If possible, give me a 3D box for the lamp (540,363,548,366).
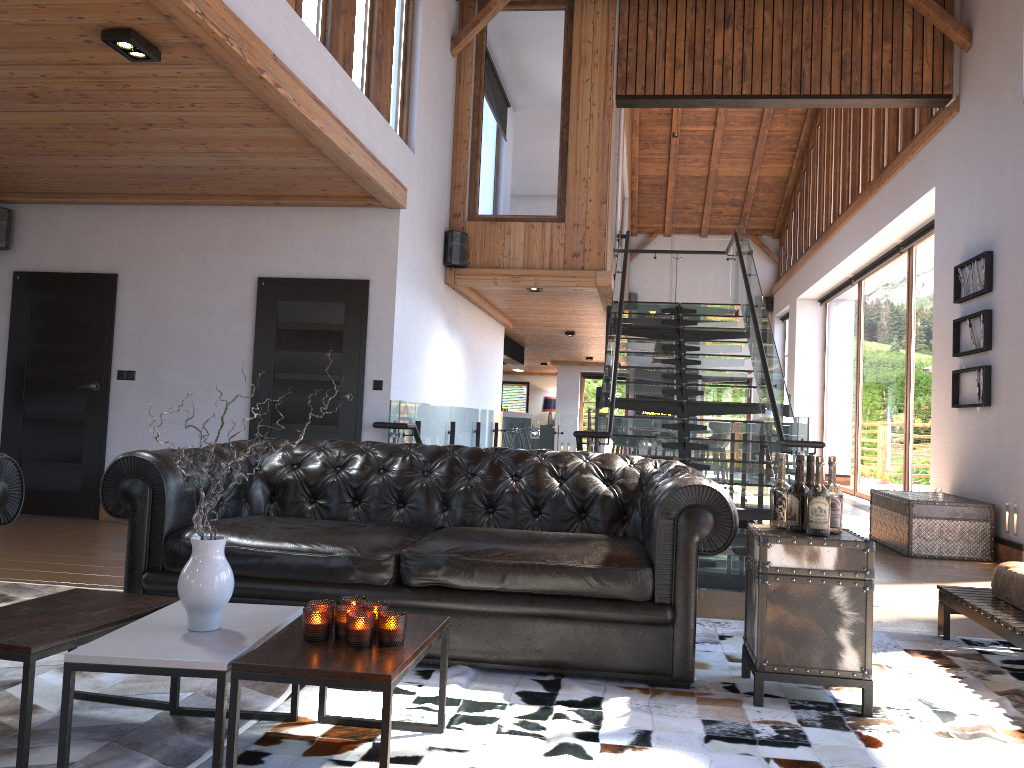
[{"bbox_3d":[0.787,-0.489,21.642,0.155,0.068,0.262,2,-2,8],"label":"lamp"}]

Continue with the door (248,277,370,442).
[{"bbox_3d":[-1.662,0.167,7.186,0.938,2.057,0.144,2,-3,7],"label":"door"}]

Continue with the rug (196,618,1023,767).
[{"bbox_3d":[1.210,1.133,3.267,3.796,0.053,2.438,2,-2,8],"label":"rug"}]

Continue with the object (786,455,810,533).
[{"bbox_3d":[1.070,0.407,3.305,0.088,0.286,0.087,3,-3,-14],"label":"object"}]

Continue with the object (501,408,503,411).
[{"bbox_3d":[-0.221,0.514,17.377,0.080,0.081,0.078,5,-3,-37],"label":"object"}]

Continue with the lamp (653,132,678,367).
[{"bbox_3d":[3.092,-2.582,17.239,0.628,4.688,0.614,5,-4,-37],"label":"lamp"}]

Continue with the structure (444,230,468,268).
[{"bbox_3d":[-0.562,-1.341,8.836,0.213,0.350,0.214,2,-3,8],"label":"structure"}]

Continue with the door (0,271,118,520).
[{"bbox_3d":[-3.819,0.084,7.452,0.938,2.057,0.144,2,-3,7],"label":"door"}]

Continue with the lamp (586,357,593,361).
[{"bbox_3d":[1.677,-0.549,19.180,0.155,0.068,0.262,2,-2,8],"label":"lamp"}]

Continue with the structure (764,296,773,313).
[{"bbox_3d":[5.862,-1.823,20.292,0.213,0.350,0.214,2,-3,8],"label":"structure"}]

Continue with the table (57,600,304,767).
[{"bbox_3d":[-0.880,0.855,2.468,0.400,0.350,0.650,2,-2,3],"label":"table"}]

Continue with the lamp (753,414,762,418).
[{"bbox_3d":[5.502,0.768,19.407,0.467,0.726,0.473,2,-3,17],"label":"lamp"}]

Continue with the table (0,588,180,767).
[{"bbox_3d":[-1.326,0.839,2.559,0.398,0.350,0.653,2,-3,13],"label":"table"}]

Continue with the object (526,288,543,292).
[{"bbox_3d":[0.235,-1.010,9.238,0.155,0.068,0.262,2,-2,8],"label":"object"}]

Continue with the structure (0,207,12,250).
[{"bbox_3d":[-4.373,-1.317,7.492,0.213,0.350,0.214,2,-3,8],"label":"structure"}]

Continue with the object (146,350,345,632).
[{"bbox_3d":[-0.812,0.279,2.520,0.403,0.808,0.624,2,-3,19],"label":"object"}]

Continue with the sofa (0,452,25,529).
[{"bbox_3d":[-2.564,0.530,2.106,1.236,0.839,2.571,2,-2,8],"label":"sofa"}]

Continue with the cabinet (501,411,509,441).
[{"bbox_3d":[-0.379,1.040,15.849,0.886,1.104,4.812,2,-2,8],"label":"cabinet"}]

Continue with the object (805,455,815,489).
[{"bbox_3d":[1.135,0.413,3.380,0.089,0.286,0.086,5,-4,-42],"label":"object"}]

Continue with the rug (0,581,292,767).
[{"bbox_3d":[-2.042,0.964,2.556,2.424,0.053,4.055,2,-2,9],"label":"rug"}]

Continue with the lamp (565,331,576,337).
[{"bbox_3d":[0.917,-0.792,13.938,0.155,0.068,0.262,2,-2,8],"label":"lamp"}]

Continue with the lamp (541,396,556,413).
[{"bbox_3d":[1.624,1.247,25.846,1.638,1.700,0.520,3,-3,-14],"label":"lamp"}]

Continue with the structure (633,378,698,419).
[{"bbox_3d":[3.511,0.475,20.321,1.440,1.651,0.434,2,-3,7],"label":"structure"}]

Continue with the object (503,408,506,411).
[{"bbox_3d":[-0.168,0.531,17.740,0.080,0.081,0.078,5,-3,-37],"label":"object"}]

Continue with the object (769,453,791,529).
[{"bbox_3d":[1.034,0.409,3.397,0.088,0.286,0.087,3,-3,-15],"label":"object"}]

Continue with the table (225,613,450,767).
[{"bbox_3d":[-0.444,0.873,2.439,0.399,0.350,0.652,2,-3,8],"label":"table"}]

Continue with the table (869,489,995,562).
[{"bbox_3d":[3.631,1.211,7.758,0.682,0.470,1.257,2,-2,8],"label":"table"}]

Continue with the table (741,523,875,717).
[{"bbox_3d":[1.084,0.851,3.283,0.404,0.610,0.418,2,-3,8],"label":"table"}]

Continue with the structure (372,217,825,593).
[{"bbox_3d":[3.885,1.172,10.363,9.183,6.403,11.051,2,-3,8],"label":"structure"}]

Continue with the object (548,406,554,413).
[{"bbox_3d":[0.937,0.745,21.355,0.151,0.505,0.325,2,-3,8],"label":"object"}]

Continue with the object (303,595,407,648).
[{"bbox_3d":[-0.437,0.657,2.433,0.249,0.081,0.298,5,-3,-44],"label":"object"}]

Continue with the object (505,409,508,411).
[{"bbox_3d":[-0.116,0.548,18.103,0.080,0.081,0.078,5,-3,-37],"label":"object"}]

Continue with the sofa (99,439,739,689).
[{"bbox_3d":[-0.350,0.702,3.987,2.559,0.839,1.242,2,-3,7],"label":"sofa"}]

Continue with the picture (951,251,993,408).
[{"bbox_3d":[4.060,-0.452,7.832,0.059,1.313,0.776,2,-3,8],"label":"picture"}]

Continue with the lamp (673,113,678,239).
[{"bbox_3d":[2.864,-2.655,15.661,0.628,4.688,0.614,5,-4,-37],"label":"lamp"}]

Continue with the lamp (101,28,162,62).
[{"bbox_3d":[-1.795,-1.605,4.187,0.155,0.068,0.262,2,-2,8],"label":"lamp"}]

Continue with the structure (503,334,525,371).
[{"bbox_3d":[-0.345,-0.571,15.753,0.709,0.476,3.258,2,-2,8],"label":"structure"}]

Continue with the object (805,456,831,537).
[{"bbox_3d":[1.113,0.405,3.218,0.087,0.286,0.088,2,-3,18],"label":"object"}]

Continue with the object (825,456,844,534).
[{"bbox_3d":[1.191,0.412,3.307,0.087,0.286,0.088,1,-3,20],"label":"object"}]

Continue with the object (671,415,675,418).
[{"bbox_3d":[2.954,0.689,15.948,0.223,0.254,0.115,4,-3,-30],"label":"object"}]

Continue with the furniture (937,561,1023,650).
[{"bbox_3d":[2.471,0.982,2.921,1.172,0.437,2.766,2,-2,8],"label":"furniture"}]
